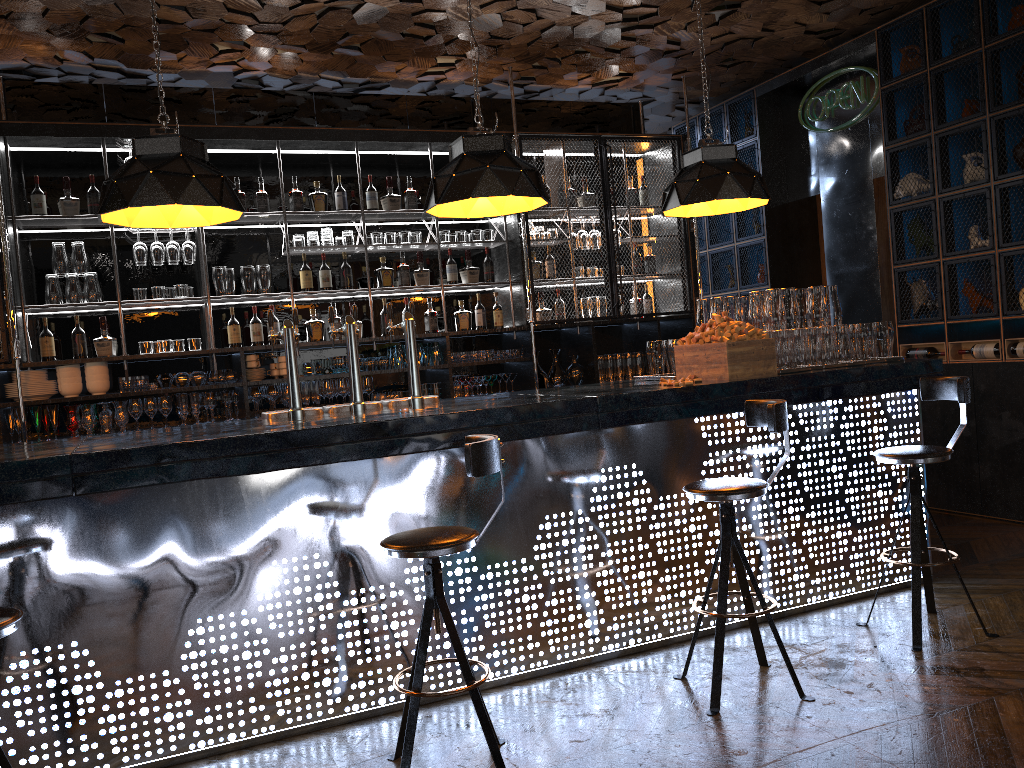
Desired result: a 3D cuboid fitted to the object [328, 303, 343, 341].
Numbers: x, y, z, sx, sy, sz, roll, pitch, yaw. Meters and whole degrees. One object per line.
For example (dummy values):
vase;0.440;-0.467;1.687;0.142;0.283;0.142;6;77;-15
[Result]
object;-1.314;-0.456;6.579;0.083;0.282;0.083;-6;2;-23

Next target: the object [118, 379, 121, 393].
object;-2.582;0.005;5.937;0.089;0.100;0.100;-3;3;40

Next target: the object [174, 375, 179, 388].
object;-2.277;-0.028;6.122;0.093;0.099;0.093;-6;2;-35

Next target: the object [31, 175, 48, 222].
object;-3.123;-1.224;5.848;0.086;0.298;0.086;-4;2;26

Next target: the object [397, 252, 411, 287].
object;-0.830;-0.870;6.784;0.083;0.282;0.083;-6;2;-23

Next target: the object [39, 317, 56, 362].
object;-3.065;-0.289;5.844;0.086;0.299;0.086;-4;2;26

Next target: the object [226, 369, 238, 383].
object;-1.953;-0.055;6.158;0.095;0.096;0.095;-5;2;1

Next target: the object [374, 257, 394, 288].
object;-0.970;-0.838;6.725;0.151;0.248;0.094;-6;2;-34

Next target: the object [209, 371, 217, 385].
object;-2.055;-0.046;6.150;0.095;0.096;0.095;-6;2;-22

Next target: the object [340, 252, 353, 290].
object;-1.239;-0.837;6.615;0.086;0.297;0.086;-4;2;26

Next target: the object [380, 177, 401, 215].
object;-0.922;-1.431;6.731;0.123;0.279;0.123;-6;2;-34

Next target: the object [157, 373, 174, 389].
object;-2.334;-0.018;5.984;0.109;0.100;0.109;-7;3;-40

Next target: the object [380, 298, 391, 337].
object;-0.954;-0.499;6.704;0.086;0.297;0.086;-4;2;11

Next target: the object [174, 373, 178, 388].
object;-2.319;-0.027;6.218;0.093;0.099;0.093;-6;2;-21

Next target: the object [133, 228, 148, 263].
object;-2.510;-0.942;5.974;0.092;0.244;0.092;-4;2;28

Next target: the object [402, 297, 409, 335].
object;-0.801;-0.516;6.805;0.086;0.298;0.086;-4;2;26

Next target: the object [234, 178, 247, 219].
object;-1.947;-1.325;6.312;0.083;0.282;0.083;-6;2;-38

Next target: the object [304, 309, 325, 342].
object;-1.453;-0.424;6.519;0.151;0.248;0.094;-6;2;-34

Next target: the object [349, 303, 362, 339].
object;-1.181;-0.467;6.620;0.123;0.279;0.123;-5;2;-9

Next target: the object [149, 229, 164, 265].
object;-2.473;-0.952;6.169;0.092;0.244;0.092;-4;2;28

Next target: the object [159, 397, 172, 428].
object;-2.311;0.195;5.925;0.084;0.216;0.084;-4;2;20

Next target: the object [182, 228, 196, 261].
object;-2.223;-0.971;6.096;0.092;0.244;0.092;-4;2;28

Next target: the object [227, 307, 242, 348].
object;-1.978;-0.398;6.304;0.086;0.299;0.086;-4;2;26

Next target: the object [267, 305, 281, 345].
object;-1.726;-0.424;6.413;0.086;0.298;0.086;-4;2;26

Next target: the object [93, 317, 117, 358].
object;-2.737;-0.311;5.961;0.123;0.279;0.123;-5;2;-9

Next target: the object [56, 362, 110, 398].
object;-2.807;-0.030;5.807;0.309;0.216;0.149;-6;2;-25

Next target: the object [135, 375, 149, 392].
object;-2.477;-0.003;5.919;0.089;0.100;0.100;-4;2;13

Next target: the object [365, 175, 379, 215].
object;-1.061;-1.428;6.696;0.086;0.298;0.086;-4;2;26

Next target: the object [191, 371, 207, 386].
object;-2.124;-0.037;6.018;0.093;0.099;0.093;-5;2;-4

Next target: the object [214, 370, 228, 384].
object;-1.990;-0.049;6.064;0.095;0.096;0.095;-3;3;41

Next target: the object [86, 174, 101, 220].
object;-2.806;-1.255;5.952;0.086;0.299;0.086;-4;2;26

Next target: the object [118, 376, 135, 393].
object;-2.531;0.005;5.836;0.100;0.100;0.089;-6;2;-18

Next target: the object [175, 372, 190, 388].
object;-2.235;-0.028;6.022;0.093;0.099;0.093;-5;2;-6

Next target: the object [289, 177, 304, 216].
object;-1.577;-1.368;6.469;0.083;0.282;0.083;-6;2;-38

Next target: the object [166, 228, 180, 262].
object;-2.318;-0.961;6.055;0.092;0.244;0.092;-4;2;28

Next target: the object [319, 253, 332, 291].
object;-1.389;-0.824;6.582;0.086;0.298;0.086;-4;2;26

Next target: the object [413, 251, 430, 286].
object;-0.698;-0.880;6.826;0.123;0.279;0.123;-5;2;-9

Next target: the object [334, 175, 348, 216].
object;-1.278;-1.406;6.611;0.086;0.298;0.086;-4;2;26

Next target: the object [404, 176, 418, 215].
object;-0.780;-1.448;6.807;0.083;0.282;0.083;-6;2;-23

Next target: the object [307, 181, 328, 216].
object;-1.428;-1.365;6.532;0.151;0.248;0.094;-6;2;-19

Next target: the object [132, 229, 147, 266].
object;-2.574;-0.942;6.126;0.092;0.244;0.092;-4;2;28

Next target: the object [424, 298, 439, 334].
object;-0.630;-0.525;6.869;0.083;0.282;0.083;-6;2;-38

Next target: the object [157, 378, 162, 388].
object;-2.396;-0.018;6.130;0.109;0.100;0.109;-7;3;-40

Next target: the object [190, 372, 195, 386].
object;-2.168;-0.037;6.113;0.093;0.099;0.093;-3;3;39

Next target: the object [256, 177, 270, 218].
object;-1.795;-1.340;6.377;0.083;0.282;0.083;-5;2;-8

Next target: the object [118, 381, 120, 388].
object;-2.629;0.006;6.048;0.100;0.100;0.089;-5;2;-16

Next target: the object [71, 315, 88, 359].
object;-2.878;-0.307;5.889;0.086;0.297;0.086;-4;2;11

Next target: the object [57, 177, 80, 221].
object;-2.941;-1.229;5.876;0.123;0.279;0.123;-6;2;-34

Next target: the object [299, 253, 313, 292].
object;-1.512;-0.809;6.502;0.086;0.299;0.086;-4;2;26

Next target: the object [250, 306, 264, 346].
object;-1.844;-0.413;6.389;0.086;0.298;0.086;-4;2;26

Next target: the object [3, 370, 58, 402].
object;-3.102;0.009;5.718;0.306;0.195;0.300;-6;2;-22

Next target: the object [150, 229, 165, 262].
object;-2.409;-0.952;6.017;0.092;0.244;0.092;-4;2;28

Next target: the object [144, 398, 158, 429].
object;-2.394;0.203;5.889;0.084;0.216;0.084;-5;2;-8

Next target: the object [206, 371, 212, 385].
object;-2.129;-0.045;6.299;0.095;0.096;0.095;-5;2;-6
